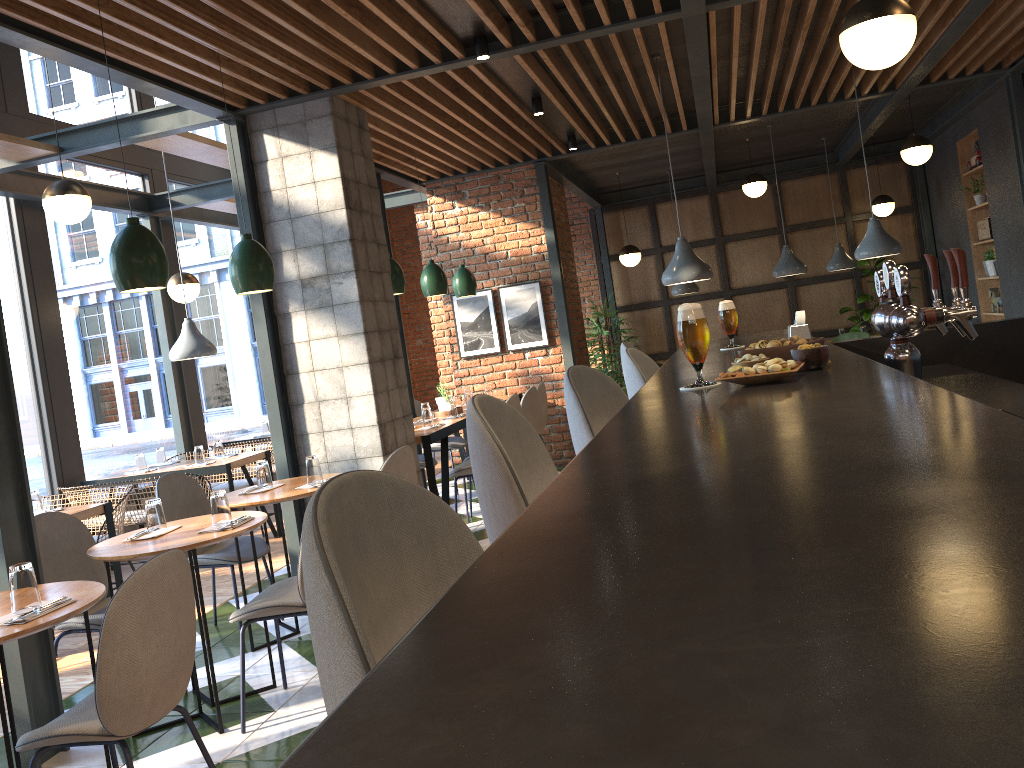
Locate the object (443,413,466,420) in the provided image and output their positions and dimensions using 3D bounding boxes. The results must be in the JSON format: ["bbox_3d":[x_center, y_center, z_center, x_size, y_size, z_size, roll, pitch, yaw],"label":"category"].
[{"bbox_3d":[-0.448,0.252,6.961,0.157,0.019,0.243,-8,3,14],"label":"object"}]

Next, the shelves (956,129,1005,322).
[{"bbox_3d":[5.107,-1.286,9.281,0.284,2.705,0.838,-8,1,14],"label":"shelves"}]

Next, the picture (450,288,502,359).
[{"bbox_3d":[-0.353,-0.589,8.645,0.429,0.631,0.015,-8,1,14],"label":"picture"}]

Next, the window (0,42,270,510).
[{"bbox_3d":[-4.034,-1.614,6.038,0.127,5.594,8.745,-8,2,14],"label":"window"}]

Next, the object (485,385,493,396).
[{"bbox_3d":[-0.211,0.086,8.071,0.080,0.138,0.080,-9,1,-13],"label":"object"}]

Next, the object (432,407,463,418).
[{"bbox_3d":[-0.528,0.231,7.281,0.251,0.046,0.253,-9,3,-12],"label":"object"}]

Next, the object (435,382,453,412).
[{"bbox_3d":[-0.562,0.115,7.331,0.146,0.276,0.146,-9,1,-5],"label":"object"}]

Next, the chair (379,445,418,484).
[{"bbox_3d":[-0.687,0.770,4.399,0.506,0.887,0.419,-8,1,20],"label":"chair"}]

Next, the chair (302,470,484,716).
[{"bbox_3d":[0.148,0.672,0.828,0.507,1.242,0.419,-8,1,12],"label":"chair"}]

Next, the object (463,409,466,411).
[{"bbox_3d":[-0.331,0.202,7.517,0.157,0.019,0.243,-8,3,14],"label":"object"}]

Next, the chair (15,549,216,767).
[{"bbox_3d":[-1.145,0.945,2.553,0.507,0.887,0.419,-8,1,15],"label":"chair"}]

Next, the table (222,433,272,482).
[{"bbox_3d":[-2.151,0.821,8.884,1.269,0.705,0.660,-8,2,14],"label":"table"}]

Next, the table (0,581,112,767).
[{"bbox_3d":[-1.544,1.069,2.658,0.702,0.746,0.698,-9,2,-30],"label":"table"}]

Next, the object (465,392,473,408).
[{"bbox_3d":[-0.359,0.138,7.542,0.080,0.138,0.080,-9,1,-13],"label":"object"}]

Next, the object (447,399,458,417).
[{"bbox_3d":[-0.475,0.187,6.986,0.080,0.138,0.080,-9,1,-23],"label":"object"}]

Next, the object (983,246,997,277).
[{"bbox_3d":[5.060,-1.296,9.309,0.213,0.329,0.233,-8,2,19],"label":"object"}]

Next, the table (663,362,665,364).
[{"bbox_3d":[2.388,0.014,11.344,0.810,0.687,0.805,-10,3,-36],"label":"table"}]

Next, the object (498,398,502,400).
[{"bbox_3d":[-0.184,0.150,8.046,0.157,0.019,0.243,-8,3,14],"label":"object"}]

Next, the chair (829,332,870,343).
[{"bbox_3d":[3.546,-0.117,9.480,0.516,0.818,0.637,-9,2,-26],"label":"chair"}]

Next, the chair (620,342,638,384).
[{"bbox_3d":[0.813,0.397,3.893,0.507,1.242,0.419,-8,1,14],"label":"chair"}]

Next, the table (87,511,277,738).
[{"bbox_3d":[-1.309,0.977,3.643,0.702,0.746,0.697,-10,2,-34],"label":"table"}]

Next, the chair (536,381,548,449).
[{"bbox_3d":[0.108,0.443,8.025,0.507,0.887,0.419,-8,1,10],"label":"chair"}]

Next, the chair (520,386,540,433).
[{"bbox_3d":[0.020,0.487,7.484,0.506,0.887,0.419,-8,1,21],"label":"chair"}]

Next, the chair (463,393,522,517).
[{"bbox_3d":[-0.135,0.542,6.931,0.506,0.887,0.419,-8,1,20],"label":"chair"}]

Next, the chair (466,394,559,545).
[{"bbox_3d":[0.254,0.602,1.589,0.507,1.242,0.419,-8,1,10],"label":"chair"}]

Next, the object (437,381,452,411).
[{"bbox_3d":[-0.526,0.115,7.209,0.115,0.282,0.128,-8,1,10],"label":"object"}]

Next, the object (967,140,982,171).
[{"bbox_3d":[4.917,-2.409,9.274,0.204,0.285,0.518,-8,3,14],"label":"object"}]

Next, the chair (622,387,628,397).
[{"bbox_3d":[1.119,0.408,6.633,0.640,0.818,0.514,-9,1,-21],"label":"chair"}]

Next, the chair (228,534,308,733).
[{"bbox_3d":[-0.866,0.847,3.527,0.507,0.887,0.419,-8,1,10],"label":"chair"}]

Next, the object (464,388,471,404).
[{"bbox_3d":[-0.404,0.111,8.121,0.080,0.138,0.080,-8,2,36],"label":"object"}]

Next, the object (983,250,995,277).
[{"bbox_3d":[5.148,-1.303,9.508,0.173,0.295,0.190,-9,1,-12],"label":"object"}]

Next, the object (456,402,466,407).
[{"bbox_3d":[-0.413,0.178,8.147,0.157,0.019,0.243,-8,3,13],"label":"object"}]

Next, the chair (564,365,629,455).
[{"bbox_3d":[0.472,0.538,2.321,0.506,1.242,0.419,-8,1,25],"label":"chair"}]

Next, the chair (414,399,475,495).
[{"bbox_3d":[-0.662,0.552,8.119,0.506,0.887,0.419,-8,1,20],"label":"chair"}]

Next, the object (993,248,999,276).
[{"bbox_3d":[5.005,-1.284,9.075,0.143,0.349,0.144,-8,1,31],"label":"object"}]

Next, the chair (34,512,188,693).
[{"bbox_3d":[-1.730,0.963,3.744,0.507,0.887,0.419,-8,1,15],"label":"chair"}]

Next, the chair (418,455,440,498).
[{"bbox_3d":[-0.858,0.639,7.117,0.507,0.887,0.419,-8,1,10],"label":"chair"}]

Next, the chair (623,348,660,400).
[{"bbox_3d":[0.721,0.458,3.064,0.506,1.242,0.419,-8,1,19],"label":"chair"}]

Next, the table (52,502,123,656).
[{"bbox_3d":[-3.041,1.168,5.161,1.269,0.705,0.660,-8,2,14],"label":"table"}]

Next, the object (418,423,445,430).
[{"bbox_3d":[-0.585,0.305,6.392,0.157,0.019,0.243,-8,3,14],"label":"object"}]

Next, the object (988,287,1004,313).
[{"bbox_3d":[5.141,-0.888,9.338,0.150,0.257,0.523,-8,3,14],"label":"object"}]

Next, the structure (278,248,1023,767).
[{"bbox_3d":[1.748,0.309,1.660,2.912,1.395,4.934,-8,3,14],"label":"structure"}]

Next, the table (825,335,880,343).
[{"bbox_3d":[4.078,-0.191,10.540,0.806,0.687,0.809,-8,2,14],"label":"table"}]

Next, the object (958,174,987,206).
[{"bbox_3d":[4.954,-2.058,9.360,0.174,0.329,0.537,-9,3,-7],"label":"object"}]

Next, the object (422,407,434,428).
[{"bbox_3d":[-0.612,0.240,6.418,0.080,0.138,0.080,-8,2,37],"label":"object"}]

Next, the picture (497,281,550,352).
[{"bbox_3d":[0.109,-0.651,8.531,0.429,0.631,0.015,-8,1,14],"label":"picture"}]

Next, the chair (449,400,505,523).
[{"bbox_3d":[-0.228,0.589,6.364,0.507,0.887,0.419,-8,1,10],"label":"chair"}]

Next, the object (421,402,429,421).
[{"bbox_3d":[-0.680,0.217,6.992,0.080,0.138,0.080,-8,2,37],"label":"object"}]

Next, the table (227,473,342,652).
[{"bbox_3d":[-1.102,0.896,4.509,0.697,0.746,0.702,-8,2,24],"label":"table"}]

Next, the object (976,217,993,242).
[{"bbox_3d":[5.060,-1.639,9.322,0.199,0.241,0.341,-8,2,9],"label":"object"}]

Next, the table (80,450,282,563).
[{"bbox_3d":[-2.598,0.995,7.017,1.269,0.705,0.660,-8,2,14],"label":"table"}]

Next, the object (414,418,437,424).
[{"bbox_3d":[-0.687,0.284,7.019,0.157,0.019,0.243,-8,3,14],"label":"object"}]

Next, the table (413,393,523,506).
[{"bbox_3d":[-0.482,0.633,7.310,0.657,0.765,2.780,-8,3,14],"label":"table"}]

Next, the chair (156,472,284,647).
[{"bbox_3d":[-1.537,0.882,4.641,0.507,0.887,0.419,-8,1,15],"label":"chair"}]

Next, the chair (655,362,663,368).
[{"bbox_3d":[1.903,0.026,11.234,0.515,0.818,0.638,-9,2,-11],"label":"chair"}]
